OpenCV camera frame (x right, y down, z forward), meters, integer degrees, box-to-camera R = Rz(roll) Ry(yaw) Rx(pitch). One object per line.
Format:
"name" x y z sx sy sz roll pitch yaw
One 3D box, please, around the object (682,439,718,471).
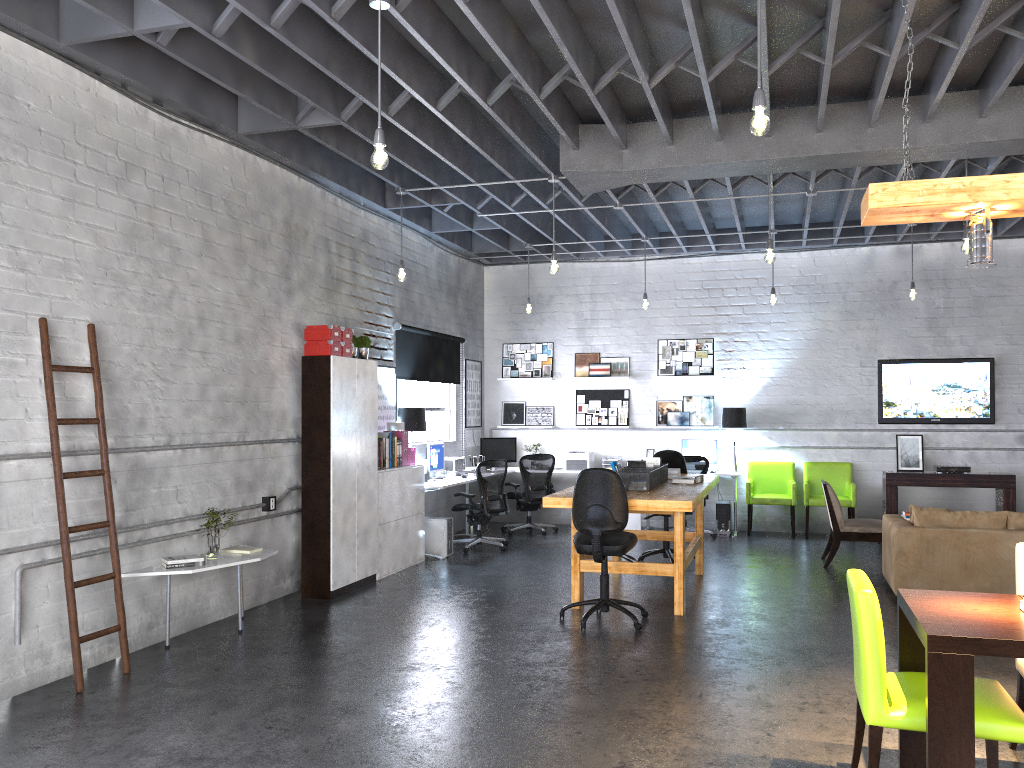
"object" 2.472 0.935 11.633 0.465 0.417 0.212 -1 -1 22

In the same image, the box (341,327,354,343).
"box" -1.559 -0.425 7.792 0.268 0.133 0.206 -1 -2 17

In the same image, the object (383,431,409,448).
"object" -1.200 0.575 9.187 0.214 0.177 0.161 -1 -1 17

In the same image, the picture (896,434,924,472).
"picture" 4.952 0.857 11.036 0.308 0.457 0.092 0 -1 17

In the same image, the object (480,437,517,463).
"object" -0.196 0.957 12.312 0.560 0.427 0.147 1 -1 -36

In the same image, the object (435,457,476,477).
"object" -0.653 1.011 10.855 0.485 0.230 0.420 -1 -2 17

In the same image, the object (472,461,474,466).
"object" -0.469 1.089 11.947 0.155 0.141 0.088 -1 -1 32

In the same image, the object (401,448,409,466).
"object" -1.200 0.751 9.185 0.214 0.177 0.161 -1 -1 17

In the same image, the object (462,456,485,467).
"object" -0.521 1.047 11.614 0.324 0.208 0.233 -1 -1 17

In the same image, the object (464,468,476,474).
"object" -0.625 1.108 11.289 0.392 0.064 0.259 -1 -2 17

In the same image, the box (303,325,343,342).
"box" -1.619 -0.430 7.592 0.270 0.131 0.206 -1 -2 17

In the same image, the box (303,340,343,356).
"box" -1.618 -0.301 7.590 0.270 0.131 0.206 -1 -2 17

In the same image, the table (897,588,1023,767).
"table" 2.457 1.279 3.282 1.800 0.780 0.854 -1 -1 17

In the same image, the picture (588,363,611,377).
"picture" 1.206 -0.188 12.203 0.311 0.196 0.029 -1 -1 17

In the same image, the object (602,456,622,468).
"object" 1.353 1.067 11.983 0.229 0.180 0.316 -1 -2 17

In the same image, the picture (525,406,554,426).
"picture" 0.391 0.449 12.459 0.410 0.277 0.036 -1 -1 17

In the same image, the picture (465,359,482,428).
"picture" -0.531 0.135 12.252 0.020 0.935 0.658 0 -1 17

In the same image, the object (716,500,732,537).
"object" 2.719 1.715 11.361 0.180 0.411 0.476 0 -1 17

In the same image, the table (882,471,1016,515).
"table" 5.284 1.487 10.771 1.410 0.819 0.404 -1 -1 17

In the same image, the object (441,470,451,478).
"object" -0.788 1.072 10.564 0.082 0.090 0.090 -1 -2 42

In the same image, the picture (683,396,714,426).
"picture" 2.487 0.359 11.822 0.410 0.408 0.047 -1 -1 17

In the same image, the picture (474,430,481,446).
"picture" -0.469 0.754 12.413 0.036 0.221 0.289 0 -1 17

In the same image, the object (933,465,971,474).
"object" 5.331 1.035 10.752 0.370 0.082 0.266 -1 -2 17

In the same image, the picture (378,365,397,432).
"picture" -1.364 0.193 9.510 0.020 0.780 0.607 0 -1 17

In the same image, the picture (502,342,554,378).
"picture" 0.219 -0.330 12.516 0.749 0.503 0.058 -1 -1 17

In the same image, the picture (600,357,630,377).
"picture" 1.407 -0.230 12.159 0.410 0.277 0.036 -1 -1 17

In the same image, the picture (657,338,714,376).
"picture" 2.323 -0.354 11.876 0.749 0.503 0.058 -1 -1 17

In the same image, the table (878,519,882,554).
"table" 4.587 1.722 9.938 0.873 0.300 0.873 -1 -2 20

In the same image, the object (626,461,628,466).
"object" 1.574 1.094 11.960 0.093 0.116 0.067 0 -1 17

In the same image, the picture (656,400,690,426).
"picture" 2.163 0.394 11.911 0.452 0.345 0.054 -1 -1 17

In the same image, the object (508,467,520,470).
"object" -0.068 1.147 11.998 0.422 0.028 0.181 1 -2 -23

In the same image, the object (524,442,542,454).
"object" 0.289 0.989 12.348 0.297 0.363 0.271 1 -1 -28

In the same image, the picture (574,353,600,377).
"picture" 1.040 -0.259 12.274 0.355 0.343 0.042 -1 -1 17

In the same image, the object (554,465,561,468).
"object" 0.621 1.141 12.249 0.105 0.052 0.023 -1 -1 17

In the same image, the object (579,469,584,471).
"object" 0.926 1.144 11.796 0.075 0.016 0.017 -2 -2 42

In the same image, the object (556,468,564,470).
"object" 0.645 1.146 11.921 0.103 0.021 0.131 0 -2 -3

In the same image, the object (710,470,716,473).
"object" 2.564 1.115 11.298 0.058 0.036 0.114 -1 -2 32

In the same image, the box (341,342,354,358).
"box" -1.558 -0.295 7.790 0.270 0.131 0.206 -1 -2 17

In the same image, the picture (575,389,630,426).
"picture" 1.243 0.326 12.196 0.749 0.503 0.058 -1 -1 17

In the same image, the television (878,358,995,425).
"television" 5.239 0.092 10.975 1.324 0.816 0.021 -1 -1 17

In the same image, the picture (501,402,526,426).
"picture" 0.023 0.421 12.574 0.355 0.343 0.042 -1 -1 17

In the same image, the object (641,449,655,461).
"object" 1.806 1.012 11.841 0.405 0.280 0.399 -1 -2 17

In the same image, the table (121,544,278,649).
"table" -2.084 1.506 6.257 0.517 0.532 1.336 -1 -2 17

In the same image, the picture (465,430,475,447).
"picture" -0.571 0.744 12.081 0.036 0.221 0.289 0 -1 17

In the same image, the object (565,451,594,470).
"object" 0.925 1.045 12.119 0.351 0.235 0.351 -1 -2 17

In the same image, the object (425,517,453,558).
"object" -0.901 1.671 9.709 0.478 0.411 0.200 -1 -1 17

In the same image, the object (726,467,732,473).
"object" 2.746 1.089 11.218 0.069 0.083 0.090 0 -1 16
